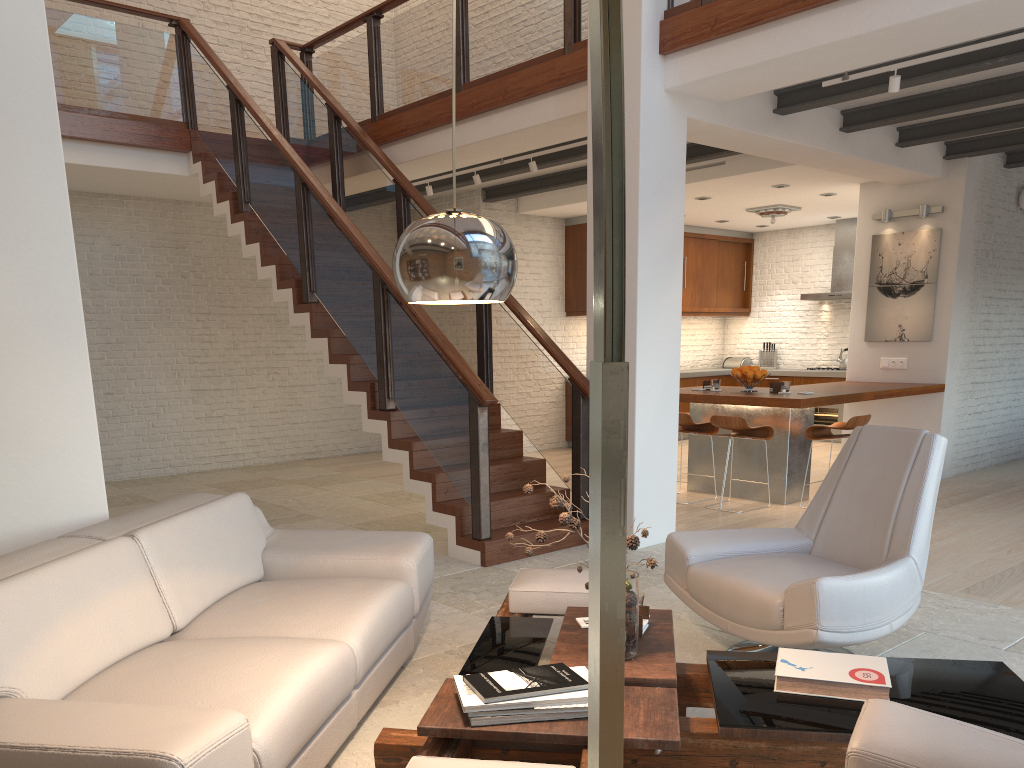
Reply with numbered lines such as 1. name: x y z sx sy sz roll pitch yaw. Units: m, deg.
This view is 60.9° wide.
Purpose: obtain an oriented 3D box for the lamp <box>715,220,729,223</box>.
1. lamp: 2.683 -2.092 11.114 0.122 0.057 0.122 -5 6 -41

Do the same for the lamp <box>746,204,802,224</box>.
1. lamp: 3.022 -1.943 10.086 0.444 0.175 0.444 -5 6 -41

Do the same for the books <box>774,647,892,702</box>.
1. books: 0.990 0.900 2.704 0.326 0.058 0.249 0 4 19

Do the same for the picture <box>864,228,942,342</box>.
1. picture: 3.723 -0.924 8.334 0.020 1.047 0.644 -12 15 -41

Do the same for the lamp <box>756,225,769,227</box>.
1. lamp: 3.354 -2.132 11.680 0.122 0.057 0.122 -5 6 -41

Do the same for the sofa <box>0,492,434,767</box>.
1. sofa: -1.098 0.906 3.127 1.143 0.777 2.269 0 4 9

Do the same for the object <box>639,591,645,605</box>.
1. object: 0.442 0.812 3.208 0.091 0.087 0.088 0 8 8

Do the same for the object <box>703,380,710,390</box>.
1. object: 1.799 0.011 7.866 0.092 0.084 0.113 -7 9 -41

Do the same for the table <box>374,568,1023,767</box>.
1. table: 0.601 1.064 2.772 1.969 0.442 2.149 0 3 10

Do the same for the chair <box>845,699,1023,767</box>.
1. chair: 0.995 0.836 1.512 0.976 1.029 1.004 5 10 33

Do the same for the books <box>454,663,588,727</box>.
1. books: 0.046 0.875 2.466 0.400 0.077 0.244 -1 4 -9

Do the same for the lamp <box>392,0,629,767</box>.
1. lamp: -0.070 0.166 1.503 0.320 2.419 1.969 -2 9 -5

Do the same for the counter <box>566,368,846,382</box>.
1. counter: 3.096 -0.087 10.869 3.291 0.072 3.474 -4 4 -41

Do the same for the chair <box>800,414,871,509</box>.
1. chair: 2.658 0.630 7.080 0.398 0.799 0.415 -10 14 -40

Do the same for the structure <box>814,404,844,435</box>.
1. structure: 4.238 0.371 11.616 0.493 0.594 0.659 -9 11 -41

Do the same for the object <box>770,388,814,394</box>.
1. object: 2.292 0.060 7.249 0.196 0.036 0.389 -3 4 -37

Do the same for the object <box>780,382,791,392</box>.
1. object: 2.264 0.024 7.223 0.090 0.087 0.089 -5 9 -26

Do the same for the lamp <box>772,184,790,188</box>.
1. lamp: 2.630 -1.955 8.532 0.122 0.057 0.122 -5 6 -41

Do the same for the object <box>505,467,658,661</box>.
1. object: 0.228 0.581 2.842 0.541 0.626 0.307 2 11 19

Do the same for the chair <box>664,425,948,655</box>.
1. chair: 1.326 0.711 3.762 0.966 1.047 1.003 -5 9 -24

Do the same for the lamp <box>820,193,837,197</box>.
1. lamp: 3.303 -1.996 9.100 0.122 0.057 0.122 -5 6 -41

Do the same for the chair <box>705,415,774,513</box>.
1. chair: 1.853 0.638 7.184 0.416 0.799 0.397 -10 14 -40

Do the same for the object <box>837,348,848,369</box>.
1. object: 4.370 -0.333 11.255 0.261 0.284 0.256 -4 9 -19

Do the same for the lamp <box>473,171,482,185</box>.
1. lamp: -0.313 -1.836 7.801 0.085 0.133 0.059 -9 14 -38

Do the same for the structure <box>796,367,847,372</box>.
1. structure: 4.284 -0.192 11.534 0.582 0.033 0.801 -4 4 -41

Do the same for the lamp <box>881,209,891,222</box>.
1. lamp: 3.554 -1.598 8.275 0.079 0.107 0.077 -3 10 -13

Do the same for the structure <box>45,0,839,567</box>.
1. structure: 0.726 -1.032 6.347 13.680 4.264 10.014 -4 6 -41

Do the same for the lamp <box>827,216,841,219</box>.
1. lamp: 4.035 -2.103 10.918 0.122 0.057 0.122 -5 6 -41

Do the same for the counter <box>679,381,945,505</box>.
1. counter: 2.585 0.499 8.121 2.465 0.947 1.662 -5 7 -41

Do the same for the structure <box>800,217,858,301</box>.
1. structure: 4.317 -1.607 11.251 0.451 1.022 0.970 -11 13 -41

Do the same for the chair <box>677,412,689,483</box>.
1. chair: 1.538 0.582 8.333 0.398 0.799 0.415 -10 14 -40

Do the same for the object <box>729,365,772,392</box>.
1. object: 2.061 -0.048 7.556 0.365 0.228 0.354 1 6 14

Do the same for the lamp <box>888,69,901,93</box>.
1. lamp: 2.192 -1.729 4.995 0.059 0.133 0.083 3 11 19

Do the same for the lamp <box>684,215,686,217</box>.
1. lamp: 2.011 -2.051 10.546 0.122 0.057 0.122 -5 6 -41

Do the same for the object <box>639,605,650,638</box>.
1. object: 0.425 0.833 3.070 0.094 0.084 0.111 2 7 21

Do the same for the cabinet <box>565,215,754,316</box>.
1. cabinet: 2.066 -1.504 11.678 3.300 1.200 0.453 -4 11 -40

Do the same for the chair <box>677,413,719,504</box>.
1. chair: 1.499 0.623 7.579 0.416 0.799 0.397 -10 14 -40

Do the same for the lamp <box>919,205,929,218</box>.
1. lamp: 3.787 -1.588 8.014 0.079 0.107 0.077 -3 10 -13

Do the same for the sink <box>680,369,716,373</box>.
1. sink: 2.426 -0.273 12.138 0.847 0.442 0.509 -5 8 -40

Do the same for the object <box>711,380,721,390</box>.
1. object: 1.805 0.006 7.719 0.089 0.087 0.090 -8 11 -43

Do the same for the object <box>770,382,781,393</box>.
1. object: 2.239 0.030 7.366 0.094 0.084 0.111 0 7 4

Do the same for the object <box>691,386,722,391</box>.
1. object: 1.784 0.039 7.806 0.203 0.036 0.283 -4 4 -41

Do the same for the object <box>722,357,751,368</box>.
1. object: 3.313 -0.313 12.863 0.247 0.164 0.340 -6 7 -41

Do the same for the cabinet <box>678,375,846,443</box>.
1. cabinet: 3.182 -0.645 11.182 4.777 2.922 2.200 0 9 13

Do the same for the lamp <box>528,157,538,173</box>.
1. lamp: 0.177 -1.816 7.254 0.085 0.133 0.059 -9 14 -38

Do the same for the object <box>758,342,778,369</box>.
1. object: 3.671 -0.409 12.503 0.065 0.386 0.316 -12 14 -41

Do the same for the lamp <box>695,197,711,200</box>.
1. lamp: 2.020 -1.981 9.216 0.122 0.057 0.122 -5 6 -41

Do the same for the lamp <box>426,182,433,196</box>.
1. lamp: -0.790 -1.857 8.331 0.059 0.133 0.083 3 11 19

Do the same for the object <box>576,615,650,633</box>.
1. object: 0.370 0.853 3.176 0.270 0.036 0.243 0 3 21
